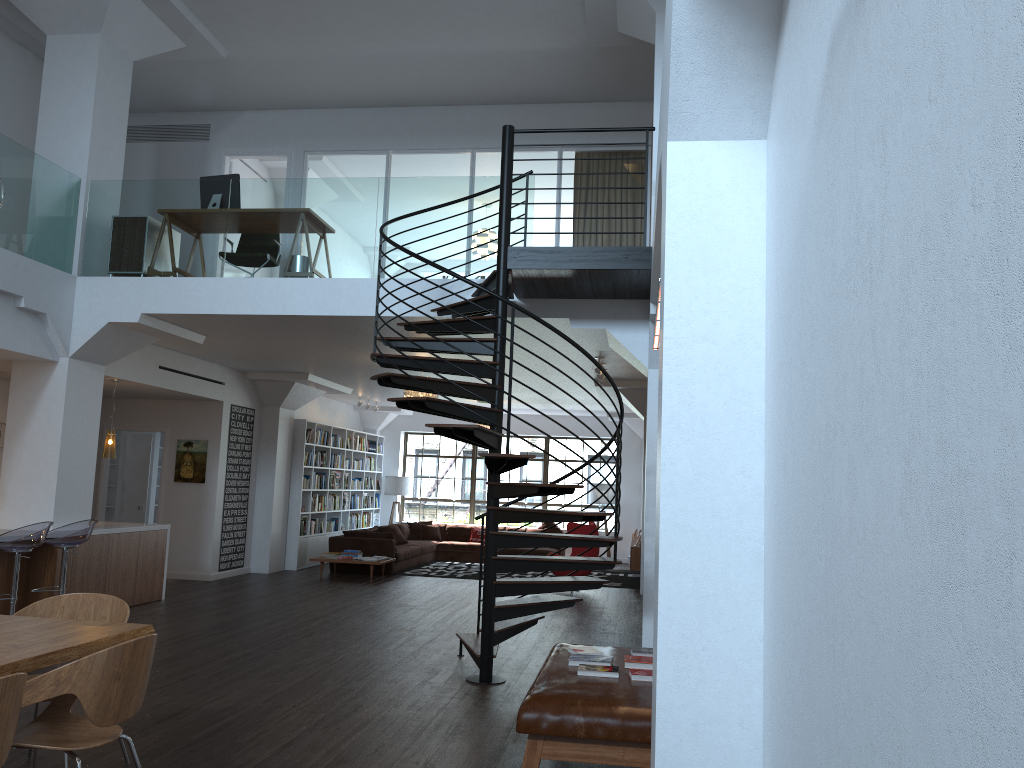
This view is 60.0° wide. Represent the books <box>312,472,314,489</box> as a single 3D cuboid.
[{"bbox_3d":[-3.413,1.614,14.823,0.197,0.283,0.065,1,-7,8],"label":"books"}]

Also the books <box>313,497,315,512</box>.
[{"bbox_3d":[-3.408,2.023,14.925,0.159,0.241,0.038,1,-7,8],"label":"books"}]

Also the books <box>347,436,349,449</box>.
[{"bbox_3d":[-3.145,1.097,16.563,0.174,0.236,0.136,1,-7,8],"label":"books"}]

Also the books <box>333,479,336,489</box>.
[{"bbox_3d":[-3.245,1.788,15.927,0.161,0.207,0.135,1,-7,8],"label":"books"}]

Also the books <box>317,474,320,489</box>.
[{"bbox_3d":[-3.375,1.671,15.169,0.182,0.253,0.034,1,-7,8],"label":"books"}]

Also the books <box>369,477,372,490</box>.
[{"bbox_3d":[-2.953,2.020,18.033,0.183,0.253,0.042,1,-7,8],"label":"books"}]

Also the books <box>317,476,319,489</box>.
[{"bbox_3d":[-3.365,1.675,15.070,0.161,0.223,0.027,1,-7,8],"label":"books"}]

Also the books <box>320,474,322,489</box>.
[{"bbox_3d":[-3.348,1.676,15.200,0.182,0.253,0.034,1,-7,8],"label":"books"}]

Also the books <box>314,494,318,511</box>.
[{"bbox_3d":[-3.388,2.014,15.055,0.176,0.290,0.053,1,-7,8],"label":"books"}]

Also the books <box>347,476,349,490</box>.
[{"bbox_3d":[-3.151,1.855,16.640,0.171,0.246,0.036,1,-7,8],"label":"books"}]

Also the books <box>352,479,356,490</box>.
[{"bbox_3d":[-3.077,1.929,17.082,0.140,0.206,0.042,1,-7,8],"label":"books"}]

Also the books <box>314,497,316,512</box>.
[{"bbox_3d":[-3.398,2.026,14.971,0.171,0.246,0.057,1,-7,8],"label":"books"}]

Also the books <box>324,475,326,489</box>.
[{"bbox_3d":[-3.318,1.697,15.370,0.182,0.253,0.034,1,-7,8],"label":"books"}]

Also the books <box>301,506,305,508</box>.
[{"bbox_3d":[-3.498,2.002,14.463,0.174,0.032,0.254,2,-7,3],"label":"books"}]

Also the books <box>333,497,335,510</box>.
[{"bbox_3d":[-3.268,2.140,15.879,0.174,0.240,0.045,1,-7,8],"label":"books"}]

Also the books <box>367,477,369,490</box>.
[{"bbox_3d":[-2.976,2.004,17.870,0.171,0.246,0.039,1,-7,8],"label":"books"}]

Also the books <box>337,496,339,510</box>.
[{"bbox_3d":[-3.240,2.159,16.096,0.183,0.253,0.034,1,-7,8],"label":"books"}]

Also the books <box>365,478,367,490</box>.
[{"bbox_3d":[-2.996,1.985,17.686,0.174,0.240,0.054,1,-7,8],"label":"books"}]

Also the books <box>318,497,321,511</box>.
[{"bbox_3d":[-3.366,2.051,15.176,0.171,0.246,0.057,1,-7,8],"label":"books"}]

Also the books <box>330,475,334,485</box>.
[{"bbox_3d":[-3.272,1.749,15.813,0.183,0.253,0.042,1,-7,8],"label":"books"}]

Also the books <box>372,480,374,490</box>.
[{"bbox_3d":[-2.926,2.062,18.174,0.161,0.207,0.135,1,-7,8],"label":"books"}]

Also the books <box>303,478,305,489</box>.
[{"bbox_3d":[-3.443,1.623,14.451,0.128,0.178,0.022,1,-7,8],"label":"books"}]

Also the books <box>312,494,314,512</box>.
[{"bbox_3d":[-3.398,1.984,14.837,0.140,0.298,0.044,1,-7,8],"label":"books"}]

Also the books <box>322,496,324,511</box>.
[{"bbox_3d":[-3.348,2.061,15.290,0.183,0.253,0.034,1,-7,8],"label":"books"}]

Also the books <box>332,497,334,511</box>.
[{"bbox_3d":[-3.273,2.127,15.802,0.171,0.246,0.057,1,-7,8],"label":"books"}]

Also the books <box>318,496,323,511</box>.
[{"bbox_3d":[-3.356,2.057,15.257,0.183,0.253,0.034,1,-7,8],"label":"books"}]

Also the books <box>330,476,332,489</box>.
[{"bbox_3d":[-3.278,1.743,15.700,0.174,0.240,0.054,1,-7,8],"label":"books"}]

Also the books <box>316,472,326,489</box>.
[{"bbox_3d":[-3.319,1.686,15.435,0.176,0.294,0.102,1,-7,8],"label":"books"}]

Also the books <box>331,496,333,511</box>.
[{"bbox_3d":[-3.276,2.119,15.758,0.183,0.253,0.034,1,-7,8],"label":"books"}]

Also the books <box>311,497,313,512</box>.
[{"bbox_3d":[-3.423,2.003,14.787,0.189,0.247,0.057,1,-7,8],"label":"books"}]

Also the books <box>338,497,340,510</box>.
[{"bbox_3d":[-3.235,2.171,16.134,0.174,0.240,0.045,1,-7,8],"label":"books"}]

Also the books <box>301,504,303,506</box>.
[{"bbox_3d":[-3.496,1.975,14.471,0.144,0.025,0.204,2,-7,-2],"label":"books"}]

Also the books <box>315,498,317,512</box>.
[{"bbox_3d":[-3.393,2.042,15.011,0.161,0.223,0.027,1,-7,8],"label":"books"}]

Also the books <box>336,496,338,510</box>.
[{"bbox_3d":[-3.248,2.145,15.999,0.180,0.259,0.060,1,-7,8],"label":"books"}]

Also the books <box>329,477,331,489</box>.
[{"bbox_3d":[-3.285,1.746,15.657,0.161,0.223,0.032,1,-7,8],"label":"books"}]

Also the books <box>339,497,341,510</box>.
[{"bbox_3d":[-3.226,2.183,16.199,0.168,0.231,0.037,1,-7,8],"label":"books"}]

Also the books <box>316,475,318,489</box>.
[{"bbox_3d":[-3.381,1.656,15.006,0.170,0.245,0.057,1,-7,8],"label":"books"}]

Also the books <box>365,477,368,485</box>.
[{"bbox_3d":[-2.990,1.992,17.799,0.183,0.253,0.042,1,-7,8],"label":"books"}]

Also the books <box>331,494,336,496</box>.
[{"bbox_3d":[-3.255,2.123,15.954,0.176,0.290,0.036,1,-7,8],"label":"books"}]

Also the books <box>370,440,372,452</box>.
[{"bbox_3d":[-2.949,1.262,18.014,0.183,0.253,0.042,1,-7,8],"label":"books"}]

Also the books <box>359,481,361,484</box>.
[{"bbox_3d":[-3.026,1.983,17.357,0.120,0.167,0.020,1,-7,8],"label":"books"}]

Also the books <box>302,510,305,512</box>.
[{"bbox_3d":[-3.498,2.069,14.460,0.197,0.035,0.284,2,-7,-2],"label":"books"}]

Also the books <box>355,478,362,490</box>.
[{"bbox_3d":[-3.023,1.961,17.447,0.140,0.231,0.042,1,-7,8],"label":"books"}]

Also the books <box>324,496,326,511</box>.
[{"bbox_3d":[-3.329,2.077,15.424,0.183,0.253,0.034,1,-7,8],"label":"books"}]

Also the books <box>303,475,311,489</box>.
[{"bbox_3d":[-3.415,1.625,14.685,0.140,0.231,0.042,1,-7,8],"label":"books"}]

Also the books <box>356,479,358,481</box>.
[{"bbox_3d":[-3.064,1.944,17.161,0.136,0.196,0.045,1,-7,8],"label":"books"}]

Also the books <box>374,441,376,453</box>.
[{"bbox_3d":[-2.908,1.293,18.271,0.183,0.253,0.042,1,-7,8],"label":"books"}]

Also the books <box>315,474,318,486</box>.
[{"bbox_3d":[-3.376,1.658,15.047,0.159,0.250,0.026,1,-7,8],"label":"books"}]

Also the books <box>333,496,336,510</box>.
[{"bbox_3d":[-3.252,2.138,15.916,0.183,0.253,0.034,1,-7,8],"label":"books"}]

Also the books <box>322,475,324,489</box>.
[{"bbox_3d":[-3.333,1.694,15.297,0.174,0.239,0.045,1,-7,8],"label":"books"}]

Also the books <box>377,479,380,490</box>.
[{"bbox_3d":[-2.868,2.107,18.585,0.182,0.215,0.188,1,-7,8],"label":"books"}]

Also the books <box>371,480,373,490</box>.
[{"bbox_3d":[-2.941,2.040,18.121,0.174,0.236,0.142,1,-7,8],"label":"books"}]

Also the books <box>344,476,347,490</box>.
[{"bbox_3d":[-3.169,1.831,16.469,0.174,0.251,0.051,1,-7,8],"label":"books"}]
